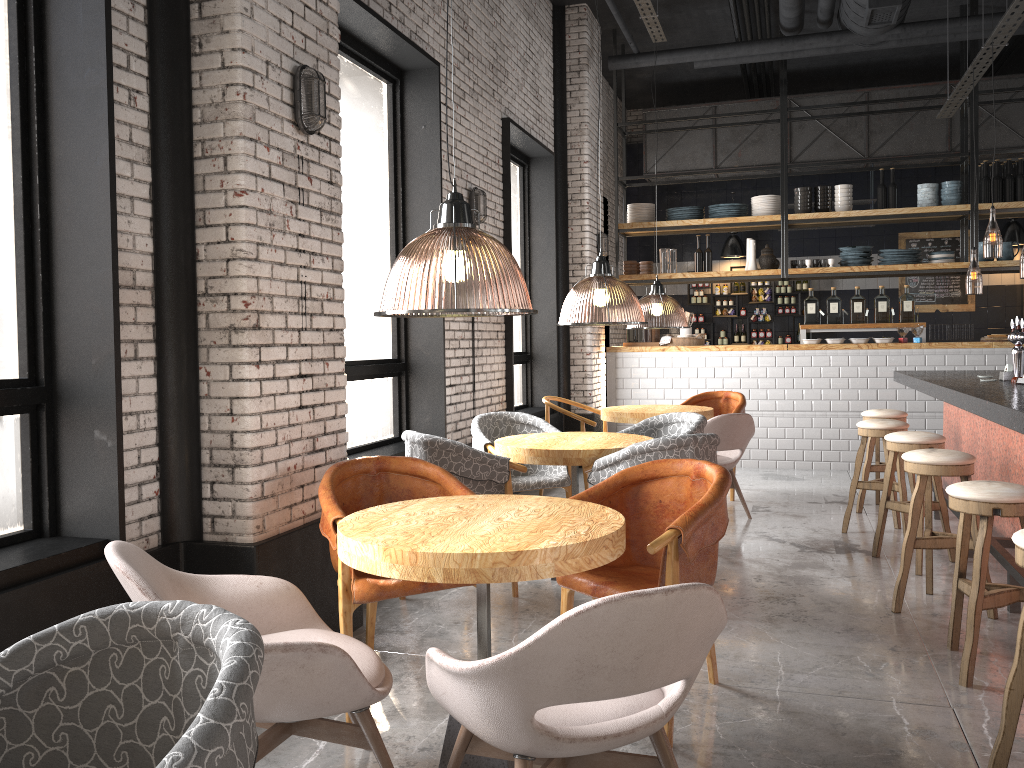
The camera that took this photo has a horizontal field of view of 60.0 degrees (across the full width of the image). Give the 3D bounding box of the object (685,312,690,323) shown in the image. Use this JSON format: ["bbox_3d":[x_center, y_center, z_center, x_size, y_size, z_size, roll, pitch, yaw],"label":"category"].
[{"bbox_3d":[1.974,-0.636,10.024,0.033,0.370,0.137,-1,2,-16],"label":"object"}]

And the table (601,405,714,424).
[{"bbox_3d":[1.220,0.611,7.447,0.932,0.809,0.932,-2,3,-30],"label":"table"}]

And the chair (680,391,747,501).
[{"bbox_3d":[1.819,0.537,7.899,0.681,0.928,0.644,1,3,40],"label":"chair"}]

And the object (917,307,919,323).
[{"bbox_3d":[4.276,-0.728,9.348,0.061,0.163,0.034,-2,2,-40],"label":"object"}]

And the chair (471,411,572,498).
[{"bbox_3d":[0.035,0.660,5.877,0.681,0.928,0.644,-2,2,-28],"label":"chair"}]

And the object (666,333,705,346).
[{"bbox_3d":[1.940,-0.489,9.962,0.436,0.156,0.420,-1,3,-10],"label":"object"}]

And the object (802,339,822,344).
[{"bbox_3d":[3.193,-0.451,9.442,0.216,0.055,0.324,0,3,17],"label":"object"}]

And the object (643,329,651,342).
[{"bbox_3d":[1.542,-0.626,10.128,0.070,0.367,0.107,0,2,16],"label":"object"}]

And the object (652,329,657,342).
[{"bbox_3d":[1.618,-0.552,10.096,0.056,0.249,0.056,-1,2,-20],"label":"object"}]

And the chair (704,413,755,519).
[{"bbox_3d":[1.485,0.625,6.851,0.771,0.850,0.802,-2,2,-23],"label":"chair"}]

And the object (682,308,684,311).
[{"bbox_3d":[1.954,-0.729,10.129,0.017,0.289,0.090,-2,2,-36],"label":"object"}]

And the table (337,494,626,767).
[{"bbox_3d":[-0.091,0.847,2.918,0.932,0.809,0.932,-2,2,-25],"label":"table"}]

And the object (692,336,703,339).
[{"bbox_3d":[2.059,-0.498,9.945,0.161,0.075,0.160,-2,3,-20],"label":"object"}]

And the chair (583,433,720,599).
[{"bbox_3d":[0.794,0.707,4.651,0.681,0.928,0.644,-2,2,-28],"label":"chair"}]

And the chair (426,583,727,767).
[{"bbox_3d":[0.174,0.860,2.322,0.771,0.850,0.802,-2,2,-23],"label":"chair"}]

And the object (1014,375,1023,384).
[{"bbox_3d":[3.099,-0.044,5.289,0.091,0.091,0.178,-1,2,-8],"label":"object"}]

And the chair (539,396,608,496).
[{"bbox_3d":[0.528,0.567,7.759,0.644,0.920,0.613,0,2,24],"label":"chair"}]

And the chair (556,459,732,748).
[{"bbox_3d":[0.566,0.772,3.363,0.644,0.928,0.681,-2,2,-35],"label":"chair"}]

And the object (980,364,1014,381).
[{"bbox_3d":[3.264,-0.092,6.103,0.200,0.106,0.767,0,3,17],"label":"object"}]

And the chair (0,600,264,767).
[{"bbox_3d":[-0.669,0.882,1.444,0.681,0.928,0.644,0,2,27],"label":"chair"}]

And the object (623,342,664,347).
[{"bbox_3d":[1.521,-0.455,10.247,0.411,0.050,0.411,0,3,16],"label":"object"}]

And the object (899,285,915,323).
[{"bbox_3d":[4.210,-0.852,9.453,0.154,0.404,0.154,0,2,17],"label":"object"}]

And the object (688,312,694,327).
[{"bbox_3d":[2.008,-0.634,10.063,0.123,0.358,0.076,0,2,33],"label":"object"}]

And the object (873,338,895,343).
[{"bbox_3d":[3.863,-0.453,9.225,0.216,0.060,0.324,0,3,17],"label":"object"}]

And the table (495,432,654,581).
[{"bbox_3d":[0.372,0.732,5.195,0.932,0.809,0.932,-2,2,-25],"label":"table"}]

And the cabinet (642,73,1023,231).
[{"bbox_3d":[4.745,-2.999,11.926,5.863,1.767,0.682,0,2,17],"label":"cabinet"}]

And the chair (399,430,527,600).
[{"bbox_3d":[-0.341,0.710,4.950,0.644,0.928,0.681,-2,2,-28],"label":"chair"}]

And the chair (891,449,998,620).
[{"bbox_3d":[2.107,0.734,4.491,0.439,0.805,0.481,-1,2,-9],"label":"chair"}]

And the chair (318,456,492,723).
[{"bbox_3d":[-0.459,0.777,3.584,0.681,0.928,0.644,-2,2,-30],"label":"chair"}]

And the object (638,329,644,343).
[{"bbox_3d":[1.479,-0.626,10.147,0.070,0.367,0.107,0,2,16],"label":"object"}]

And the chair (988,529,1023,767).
[{"bbox_3d":[1.678,0.832,2.568,0.480,0.805,0.439,-2,2,-24],"label":"chair"}]

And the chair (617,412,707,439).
[{"bbox_3d":[0.976,0.656,5.655,0.644,0.928,0.681,-2,2,-28],"label":"chair"}]

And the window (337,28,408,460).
[{"bbox_3d":[-0.940,-0.841,5.573,0.365,2.695,1.536,0,2,17],"label":"window"}]

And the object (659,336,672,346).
[{"bbox_3d":[1.803,-0.488,9.953,0.283,0.110,0.187,-3,3,-36],"label":"object"}]

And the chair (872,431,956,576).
[{"bbox_3d":[2.416,0.686,5.396,0.480,0.805,0.439,-2,2,-34],"label":"chair"}]

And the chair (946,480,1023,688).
[{"bbox_3d":[1.984,0.803,3.696,0.480,0.805,0.439,-1,2,-4],"label":"chair"}]

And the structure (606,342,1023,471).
[{"bbox_3d":[4.056,0.221,9.770,5.800,1.345,1.512,0,2,17],"label":"structure"}]

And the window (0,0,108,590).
[{"bbox_3d":[-1.893,-0.681,2.520,0.365,2.695,1.536,0,2,17],"label":"window"}]

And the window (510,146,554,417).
[{"bbox_3d":[0.015,-1.001,8.629,0.365,2.695,1.536,0,2,17],"label":"window"}]

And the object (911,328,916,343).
[{"bbox_3d":[4.205,-0.509,9.206,0.122,0.165,0.112,-2,2,-18],"label":"object"}]

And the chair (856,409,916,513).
[{"bbox_3d":[2.900,0.601,7.022,0.439,0.805,0.481,-1,2,-14],"label":"chair"}]

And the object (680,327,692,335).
[{"bbox_3d":[1.978,-0.545,10.077,0.129,0.204,0.129,-2,2,-37],"label":"object"}]

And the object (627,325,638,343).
[{"bbox_3d":[1.375,-0.719,10.162,0.106,0.554,0.157,0,2,16],"label":"object"}]

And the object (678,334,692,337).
[{"bbox_3d":[1.921,-0.511,9.857,0.160,0.078,0.161,-1,3,-5],"label":"object"}]

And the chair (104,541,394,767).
[{"bbox_3d":[-0.749,0.861,2.614,0.802,0.850,0.771,-2,2,-23],"label":"chair"}]

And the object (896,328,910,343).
[{"bbox_3d":[4.054,-0.507,9.195,0.112,0.165,0.122,-2,2,-39],"label":"object"}]

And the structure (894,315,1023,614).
[{"bbox_3d":[4.505,0.374,4.286,4.310,1.532,5.881,0,3,17],"label":"structure"}]

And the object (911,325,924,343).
[{"bbox_3d":[4.158,-0.515,9.088,0.128,0.189,0.123,0,2,26],"label":"object"}]

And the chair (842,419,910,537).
[{"bbox_3d":[2.575,0.649,6.119,0.480,0.805,0.439,-1,2,-9],"label":"chair"}]

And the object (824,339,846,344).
[{"bbox_3d":[3.412,-0.452,9.360,0.216,0.059,0.324,0,3,17],"label":"object"}]

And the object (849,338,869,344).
[{"bbox_3d":[3.646,-0.451,9.309,0.216,0.055,0.324,0,3,17],"label":"object"}]
